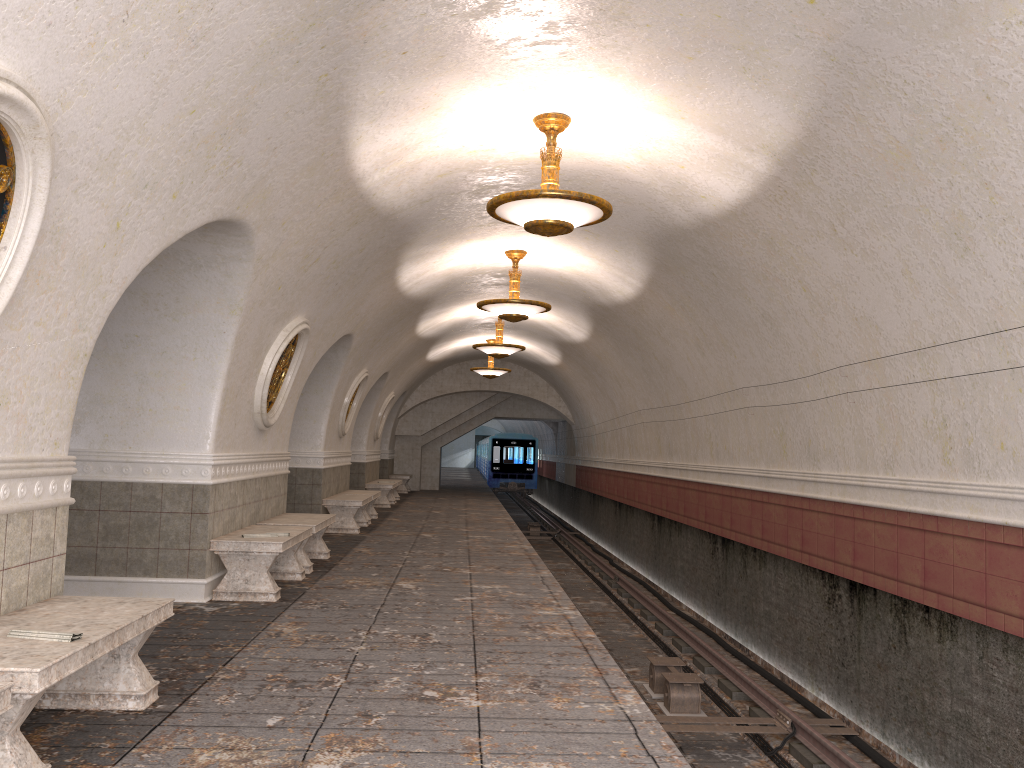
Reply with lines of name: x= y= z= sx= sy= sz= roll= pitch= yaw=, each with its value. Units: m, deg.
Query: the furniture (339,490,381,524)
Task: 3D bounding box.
furniture: x=-2.721 y=2.191 z=15.864 sx=0.613 sy=0.508 sz=1.509 roll=2 pitch=-4 yaw=-3

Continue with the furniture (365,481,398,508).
furniture: x=-2.961 y=2.503 z=20.126 sx=0.613 sy=0.508 sz=1.509 roll=2 pitch=-4 yaw=-3

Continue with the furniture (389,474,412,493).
furniture: x=-3.316 y=2.962 z=26.402 sx=0.613 sy=0.508 sz=1.509 roll=2 pitch=-4 yaw=-3

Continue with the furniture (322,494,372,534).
furniture: x=-2.626 y=2.068 z=14.189 sx=0.613 sy=0.508 sz=1.509 roll=2 pitch=-4 yaw=-3

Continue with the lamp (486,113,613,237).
lamp: x=0.307 y=-1.649 z=7.107 sx=1.008 sy=0.955 sz=1.008 roll=3 pitch=-5 yaw=-19

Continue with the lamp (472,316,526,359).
lamp: x=-0.236 y=-0.945 z=16.724 sx=1.008 sy=0.955 sz=1.008 roll=1 pitch=-4 yaw=13

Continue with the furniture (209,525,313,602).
furniture: x=-2.287 y=1.630 z=8.194 sx=0.613 sy=0.508 sz=1.509 roll=2 pitch=-4 yaw=-3

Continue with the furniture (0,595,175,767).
furniture: x=-2.044 y=1.314 z=3.885 sx=0.613 sy=0.508 sz=1.509 roll=2 pitch=-4 yaw=-3

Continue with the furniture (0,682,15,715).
furniture: x=-1.950 y=1.192 z=2.210 sx=0.613 sy=0.508 sz=1.509 roll=2 pitch=-4 yaw=-3

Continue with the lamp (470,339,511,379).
lamp: x=-0.508 y=-0.593 z=21.533 sx=1.008 sy=0.955 sz=1.008 roll=-2 pitch=-6 yaw=43

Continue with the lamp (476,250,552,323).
lamp: x=0.035 y=-1.297 z=11.916 sx=1.008 sy=0.955 sz=1.008 roll=1 pitch=-4 yaw=13

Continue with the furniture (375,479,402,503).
furniture: x=-3.056 y=2.625 z=21.801 sx=0.613 sy=0.508 sz=1.509 roll=2 pitch=-4 yaw=-3

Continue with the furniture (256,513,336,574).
furniture: x=-2.382 y=1.752 z=9.868 sx=0.613 sy=0.508 sz=1.509 roll=2 pitch=-4 yaw=-3
